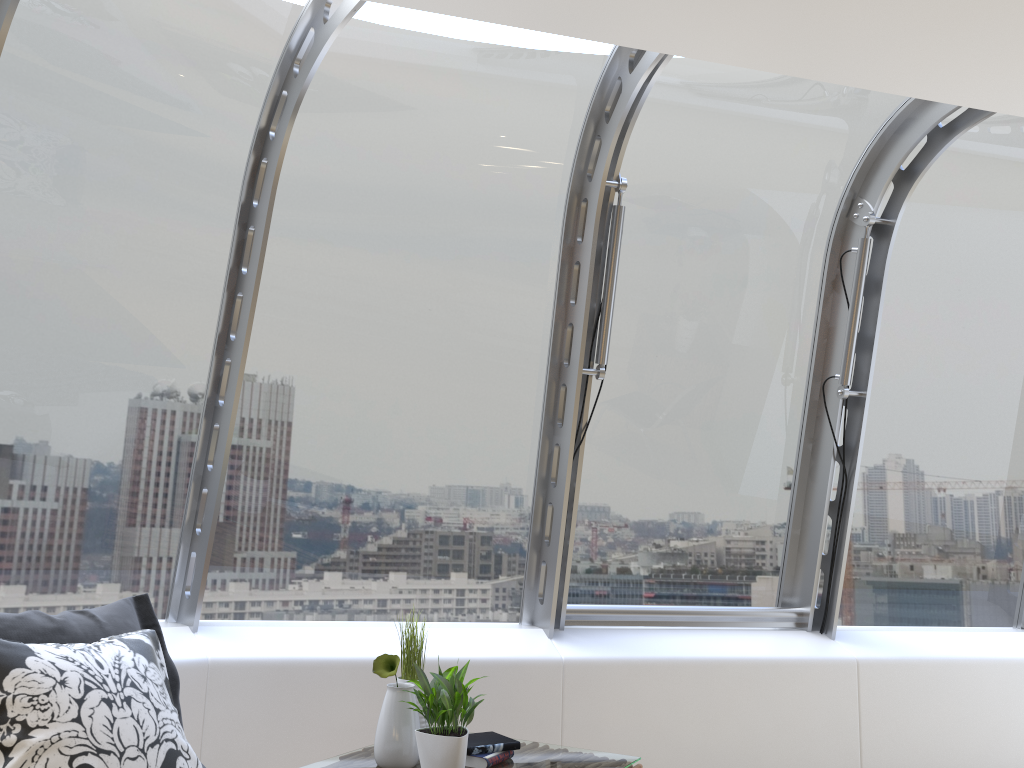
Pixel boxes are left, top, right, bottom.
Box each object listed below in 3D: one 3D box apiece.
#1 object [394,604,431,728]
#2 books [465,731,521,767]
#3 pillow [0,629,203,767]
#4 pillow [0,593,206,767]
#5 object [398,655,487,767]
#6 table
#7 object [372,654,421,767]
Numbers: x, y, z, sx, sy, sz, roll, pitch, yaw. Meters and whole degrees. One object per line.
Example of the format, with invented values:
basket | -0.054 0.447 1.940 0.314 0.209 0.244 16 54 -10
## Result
object | -0.355 1.018 3.090 0.150 0.511 0.153 -4 -12 31
books | -0.111 1.235 2.988 0.265 0.063 0.246 10 -13 -40
pillow | -0.925 0.787 1.942 0.431 0.528 0.683 -3 -11 27
pillow | -1.194 0.785 2.083 0.510 0.597 1.070 -5 -12 32
object | -0.208 1.033 2.727 0.284 0.369 0.215 1 -10 6
table | -0.159 1.458 2.836 0.923 0.436 1.007 -3 -11 27
object | -0.390 1.045 2.846 0.152 0.370 0.297 -1 -11 17
